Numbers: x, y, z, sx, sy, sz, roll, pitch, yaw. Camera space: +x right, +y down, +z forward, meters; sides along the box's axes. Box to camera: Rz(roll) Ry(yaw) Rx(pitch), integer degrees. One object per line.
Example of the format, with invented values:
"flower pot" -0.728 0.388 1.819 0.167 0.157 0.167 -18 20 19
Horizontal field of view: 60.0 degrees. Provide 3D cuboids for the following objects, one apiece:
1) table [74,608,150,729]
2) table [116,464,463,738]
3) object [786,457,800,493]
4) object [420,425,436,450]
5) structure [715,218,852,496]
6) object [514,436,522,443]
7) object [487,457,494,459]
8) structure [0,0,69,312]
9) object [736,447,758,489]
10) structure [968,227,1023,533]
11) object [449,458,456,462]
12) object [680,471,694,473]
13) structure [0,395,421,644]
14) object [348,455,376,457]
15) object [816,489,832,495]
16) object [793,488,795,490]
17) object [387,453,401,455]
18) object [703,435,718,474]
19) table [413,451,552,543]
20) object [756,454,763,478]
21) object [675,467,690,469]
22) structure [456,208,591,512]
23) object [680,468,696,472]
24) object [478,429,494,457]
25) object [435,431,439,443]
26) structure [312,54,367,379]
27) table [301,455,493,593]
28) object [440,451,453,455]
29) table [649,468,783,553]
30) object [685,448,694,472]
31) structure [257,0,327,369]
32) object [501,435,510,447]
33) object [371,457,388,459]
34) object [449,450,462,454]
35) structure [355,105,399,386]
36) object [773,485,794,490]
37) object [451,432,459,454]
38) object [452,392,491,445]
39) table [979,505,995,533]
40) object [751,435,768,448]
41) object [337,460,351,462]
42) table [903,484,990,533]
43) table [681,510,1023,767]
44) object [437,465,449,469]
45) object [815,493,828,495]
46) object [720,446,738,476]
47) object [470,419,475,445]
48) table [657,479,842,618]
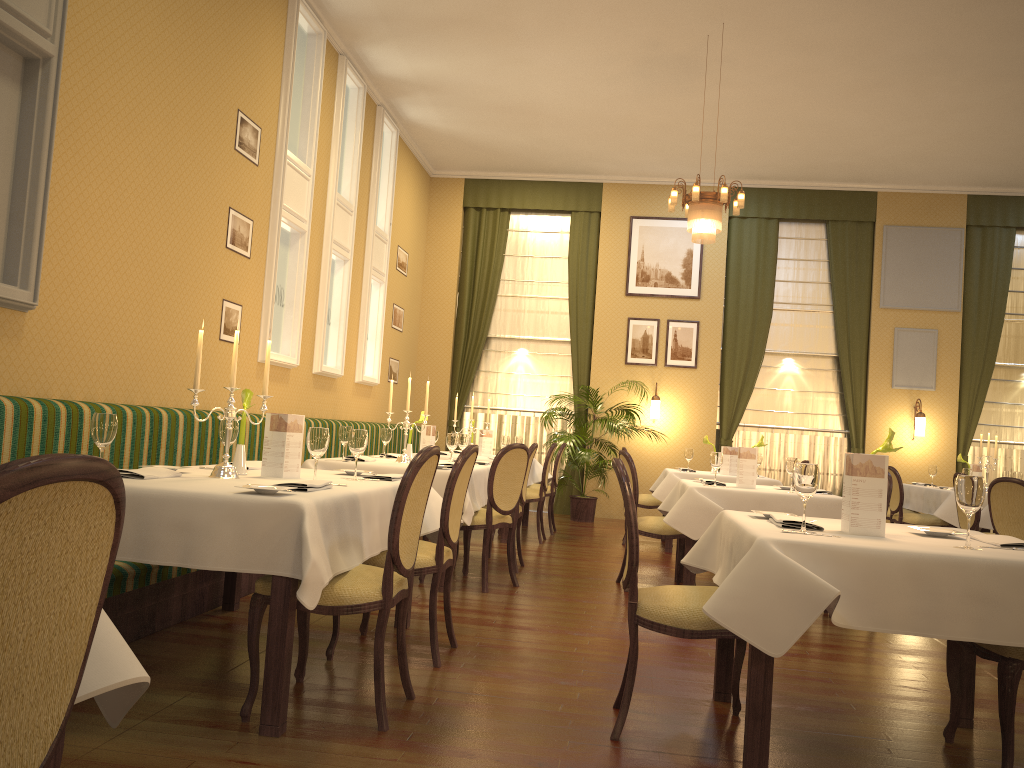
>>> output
"table" -1.419 0.587 0.856 1.385 0.759 2.152 4 -3 8
"table" -1.039 0.774 3.768 1.385 0.759 2.152 4 -3 8
"object" 1.831 0.596 5.797 0.088 0.229 0.088 7 -4 -40
"object" -0.614 0.448 6.633 0.081 0.277 0.166 6 -4 -31
"structure" 3.626 -0.356 11.477 1.900 4.511 0.134 4 -3 8
"object" 0.060 0.664 9.292 0.088 0.229 0.088 6 -4 -34
"object" -0.153 0.712 8.482 0.181 0.015 0.038 4 -3 9
"structure" -2.290 -1.919 3.855 0.200 3.103 0.956 4 -3 8
"object" 1.573 0.569 6.035 0.081 0.277 0.166 6 -4 -36
"structure" 6.512 -0.175 11.088 1.898 4.511 0.137 4 -3 8
"object" -0.427 0.608 7.028 0.160 0.024 0.160 4 -3 8
"object" 1.713 0.849 8.558 0.185 0.010 0.017 4 -3 9
"structure" -1.928 0.628 4.619 0.850 1.031 14.516 4 -3 8
"object" -1.071 0.524 6.323 0.160 0.024 0.160 4 -3 8
"object" 2.080 0.732 6.040 0.142 0.024 0.273 4 -3 8
"object" 2.055 0.745 6.263 0.181 0.015 0.038 4 -3 9
"object" -0.932 0.585 7.248 0.160 0.024 0.160 4 -3 8
"object" 1.976 0.699 8.807 0.163 0.375 0.076 2 -4 29
"table" -0.340 1.118 9.116 1.385 0.759 2.152 4 -3 8
"object" 2.335 0.777 8.434 0.088 0.229 0.088 6 -4 -34
"object" 1.759 0.877 9.114 0.160 0.024 0.160 4 -3 8
"structure" 0.163 -0.574 11.949 1.942 4.511 0.123 4 -3 8
"object" 1.754 0.859 8.844 0.142 0.033 0.273 4 -3 8
"object" -0.291 0.612 9.204 0.166 0.277 0.081 3 -3 24
"object" -0.750 0.562 8.483 0.088 0.229 0.088 6 -4 -34
"structure" -1.688 -1.563 8.491 0.200 2.985 0.661 4 -3 8
"table" -0.689 0.946 6.444 1.385 0.759 2.152 4 -3 8
"object" -0.676 0.679 8.684 0.142 0.033 0.273 4 -3 8
"table" 2.051 1.268 8.790 1.389 0.759 1.395 4 -3 9
"object" 1.723 0.745 8.648 0.088 0.229 0.088 6 -4 -34
"structure" -1.843 -1.639 7.307 0.200 2.985 0.687 4 -3 8
"object" -0.069 0.629 8.834 0.088 0.229 0.088 6 -4 -34
"object" -0.978 0.557 6.692 0.185 0.010 0.017 4 -3 9
"object" -0.587 0.739 9.649 0.142 0.033 0.273 4 -3 8
"structure" -1.524 -1.482 9.747 0.200 2.985 0.670 4 -3 8
"object" 1.907 0.726 6.169 0.160 0.024 0.160 4 -3 8
"object" -0.618 0.625 9.453 0.088 0.229 0.088 6 -4 -34
"object" -0.406 0.395 8.826 0.390 0.655 0.131 3 -3 13
"table" 4.408 1.305 6.455 1.385 0.759 2.152 4 -3 8
"object" 1.676 0.530 6.135 0.163 0.375 0.076 5 -3 -15
"object" -1.123 0.491 5.719 0.181 0.015 0.038 4 -3 9
"table" 4.754 1.475 9.101 1.385 0.759 2.152 4 -3 8
"table" 1.309 0.903 3.111 1.389 0.759 1.395 4 -3 9
"object" -0.474 0.529 5.650 0.160 0.024 0.160 4 -3 8
"object" 1.990 0.720 5.861 0.185 0.010 0.017 4 -3 8
"object" 2.117 0.750 8.638 0.166 0.277 0.081 3 -3 14
"object" -0.414 0.549 9.151 0.076 0.375 0.163 4 -3 -5
"table" 1.702 1.096 6.120 1.389 0.759 1.395 4 -3 9
